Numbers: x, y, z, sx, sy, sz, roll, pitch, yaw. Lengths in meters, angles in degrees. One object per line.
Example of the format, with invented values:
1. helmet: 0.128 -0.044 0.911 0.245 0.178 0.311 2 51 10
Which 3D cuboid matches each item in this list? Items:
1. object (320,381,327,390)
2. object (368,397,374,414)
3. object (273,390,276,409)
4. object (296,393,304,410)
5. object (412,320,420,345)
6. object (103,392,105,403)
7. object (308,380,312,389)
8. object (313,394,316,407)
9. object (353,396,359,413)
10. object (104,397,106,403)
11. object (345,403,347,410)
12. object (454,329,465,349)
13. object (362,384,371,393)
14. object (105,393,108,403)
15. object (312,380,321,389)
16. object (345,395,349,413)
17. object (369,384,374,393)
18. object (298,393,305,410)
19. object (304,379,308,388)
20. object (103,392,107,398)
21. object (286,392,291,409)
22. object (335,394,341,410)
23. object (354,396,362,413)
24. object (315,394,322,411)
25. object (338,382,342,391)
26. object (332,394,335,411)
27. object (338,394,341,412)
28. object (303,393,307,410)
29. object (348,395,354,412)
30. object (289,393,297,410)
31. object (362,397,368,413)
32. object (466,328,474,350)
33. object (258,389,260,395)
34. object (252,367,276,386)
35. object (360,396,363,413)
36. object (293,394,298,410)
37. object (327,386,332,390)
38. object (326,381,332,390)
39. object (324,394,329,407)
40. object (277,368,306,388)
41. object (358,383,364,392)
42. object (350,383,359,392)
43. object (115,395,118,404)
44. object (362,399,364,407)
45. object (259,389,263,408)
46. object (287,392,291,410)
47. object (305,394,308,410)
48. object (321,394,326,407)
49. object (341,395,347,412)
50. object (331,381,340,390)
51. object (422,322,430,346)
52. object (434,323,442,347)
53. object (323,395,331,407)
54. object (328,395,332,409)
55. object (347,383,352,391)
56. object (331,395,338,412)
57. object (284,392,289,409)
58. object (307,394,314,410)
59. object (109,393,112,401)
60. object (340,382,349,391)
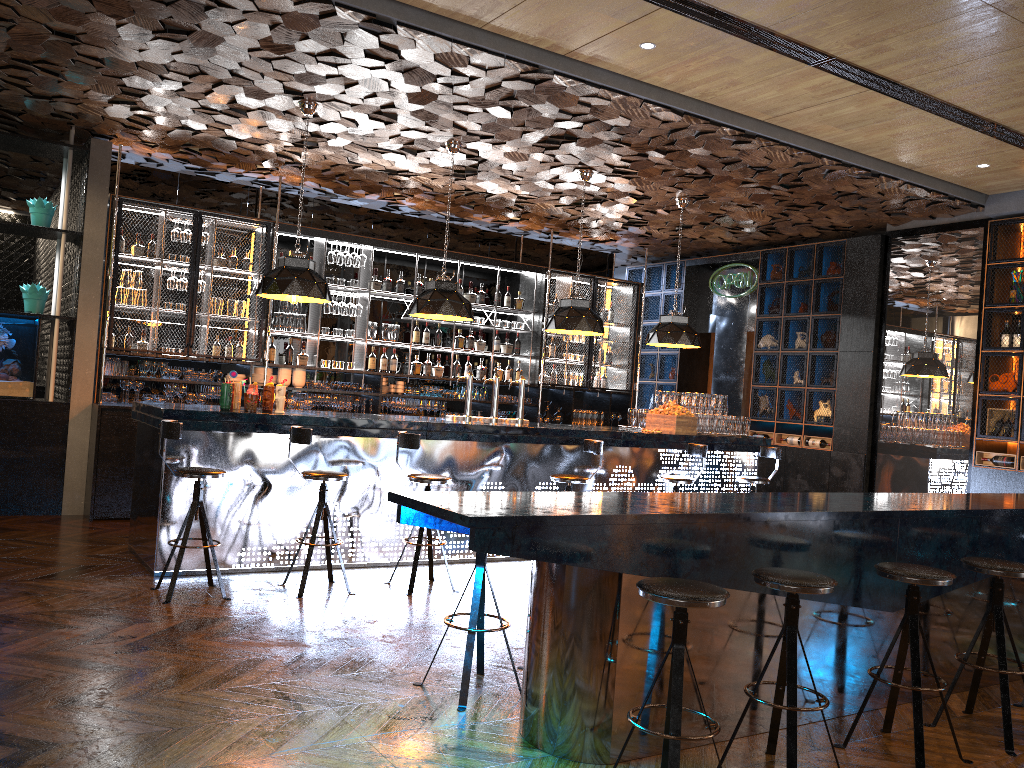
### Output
1. object: -2.108 0.012 9.839 0.089 0.100 0.100 4 -1 4
2. object: -1.614 0.262 10.136 0.071 0.217 0.071 4 -1 -24
3. object: -2.556 0.181 9.527 0.073 0.229 0.073 5 -1 -44
4. object: -2.338 0.207 9.741 0.082 0.213 0.082 4 -1 37
5. object: -1.145 -0.612 10.617 0.086 0.299 0.086 4 -1 17
6. object: -3.981 0.134 8.675 0.033 0.101 0.033 5 -1 -41
7. object: -2.215 0.004 9.840 0.089 0.100 0.100 4 -1 30
8. object: -2.200 0.217 9.878 0.084 0.216 0.084 4 -1 -20
9. object: -1.790 0.250 10.134 0.092 0.218 0.092 4 -1 18
10. object: -3.960 0.135 8.643 0.033 0.101 0.033 4 -1 38
11. object: -1.886 0.242 10.103 0.092 0.218 0.092 4 -1 18
12. object: -0.650 -0.546 10.925 0.151 0.248 0.094 5 -1 -43
13. object: -1.651 0.049 10.063 0.095 0.096 0.095 4 -1 32
14. object: -3.938 0.136 8.604 0.033 0.101 0.033 4 -1 -8
15. object: -2.148 0.008 9.748 0.100 0.100 0.089 5 -1 -28
16. object: -1.855 0.239 10.023 0.071 0.226 0.071 4 -1 30
17. object: -1.630 0.051 10.162 0.095 0.096 0.095 4 -1 -8
18. object: -2.292 0.210 9.666 0.082 0.213 0.082 4 -1 1
19. object: -2.279 0.001 9.941 0.100 0.100 0.089 4 -1 -25
20. object: -4.004 0.133 8.711 0.033 0.101 0.033 4 -1 39
21. object: -2.464 0.198 9.768 0.082 0.213 0.082 4 -1 -12
22. object: -1.988 0.230 10.100 0.071 0.226 0.071 4 -1 30
23. object: -1.746 0.252 10.034 0.092 0.218 0.092 4 -1 18
24. object: -2.133 0.221 9.762 0.084 0.216 0.084 5 -1 -44
25. object: -1.943 0.026 10.073 0.093 0.099 0.093 5 -1 -45
26. object: -2.038 0.227 10.161 0.071 0.226 0.071 4 -1 30
27. object: -1.942 0.233 10.019 0.071 0.226 0.071 4 -1 30
28. object: -2.303 0.211 9.870 0.082 0.213 0.082 5 -1 -44
29. object: -1.812 0.241 9.955 0.071 0.226 0.071 4 -1 30
30. object: -2.380 0.203 9.610 0.082 0.213 0.082 4 -1 -3
31. object: -1.688 0.257 10.136 0.071 0.217 0.071 4 -1 -24
32. object: -0.519 -0.554 11.008 0.083 0.282 0.083 5 -1 -32
33. object: -2.739 0.167 9.476 0.073 0.229 0.073 5 -1 -44
34. object: -2.685 -0.082 9.540 0.306 0.195 0.300 5 -1 -31
35. object: -1.740 0.255 10.295 0.071 0.217 0.071 4 -1 -24
36. object: -2.386 0.205 9.817 0.082 0.213 0.082 4 -1 0
37. object: -2.031 0.043 9.854 0.049 0.048 0.044 4 -1 10
38. object: -2.062 0.017 10.061 0.109 0.100 0.109 4 -1 41
39. object: -2.122 0.225 10.089 0.084 0.216 0.084 4 -1 -10
40. object: -2.406 -0.071 9.678 0.309 0.216 0.149 5 -1 -35
41. object: -1.728 0.044 10.137 0.095 0.096 0.095 5 -1 -32
42. object: -1.775 0.037 9.996 0.093 0.099 0.093 4 -1 -13
43. object: -3.851 0.152 8.632 0.034 0.080 0.034 4 -1 -19
44. object: -1.707 0.257 10.222 0.071 0.217 0.071 4 -1 -24
45. object: -2.719 0.169 9.587 0.073 0.229 0.073 5 -1 -44
46. object: -2.422 0.201 9.686 0.082 0.213 0.082 4 -1 34
47. object: -2.256 0.214 9.794 0.082 0.213 0.082 4 -1 39
48. object: -2.121 0.223 9.923 0.084 0.216 0.084 5 -1 -40
49. object: -1.895 0.235 9.949 0.071 0.226 0.071 4 -1 30
50. object: -1.978 0.021 9.927 0.109 0.100 0.109 4 -1 41
51. object: -1.035 -0.604 10.716 0.086 0.298 0.086 4 -1 17
52. object: -0.893 -0.592 10.774 0.086 0.297 0.086 4 -1 17
53. object: -2.053 0.227 9.811 0.084 0.216 0.084 4 -1 -17
54. object: -2.052 0.229 9.974 0.084 0.216 0.084 4 -1 10
55. object: -1.834 0.034 10.082 0.093 0.099 0.093 4 -1 29
56. object: -1.977 0.233 9.860 0.084 0.216 0.084 4 -1 10
57. object: -2.455 0.197 9.563 0.082 0.213 0.082 4 -1 -3
58. object: -2.213 0.216 9.713 0.082 0.213 0.082 4 -1 -2
59. object: -3.913 0.139 8.640 0.031 0.098 0.031 4 -1 6
60. object: -1.885 0.029 9.981 0.093 0.099 0.093 4 -1 -16
